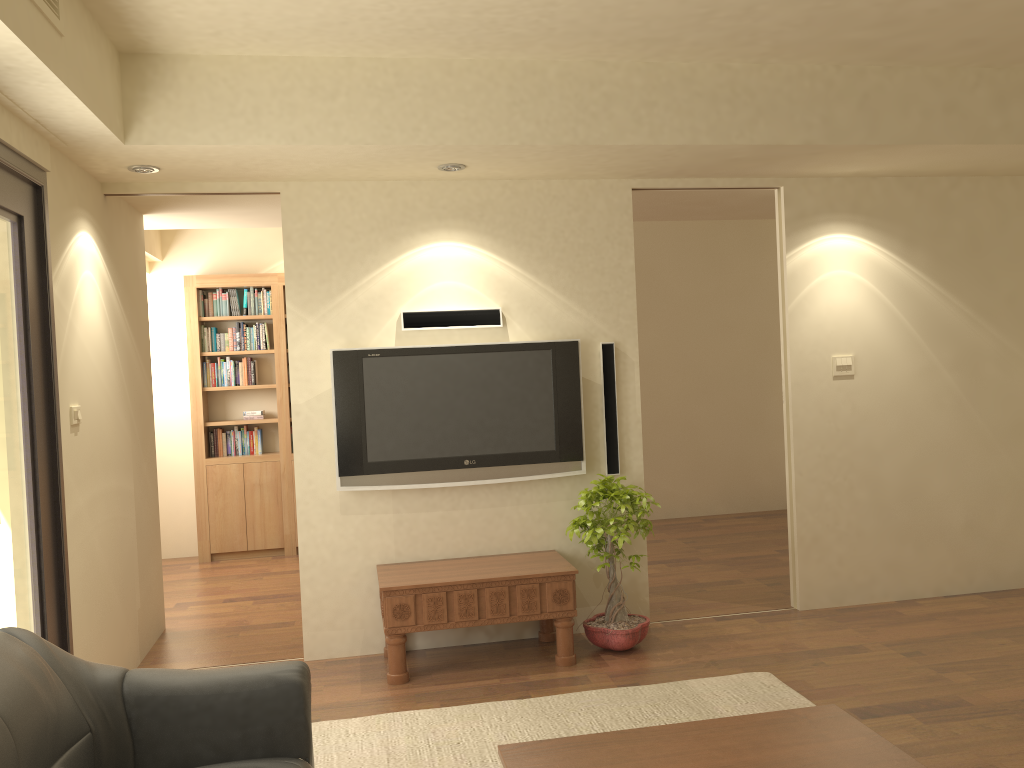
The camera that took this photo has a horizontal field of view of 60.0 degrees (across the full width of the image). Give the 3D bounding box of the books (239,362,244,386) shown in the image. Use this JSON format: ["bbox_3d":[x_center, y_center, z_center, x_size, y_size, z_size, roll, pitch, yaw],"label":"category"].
[{"bbox_3d":[-2.362,-0.088,7.768,0.032,0.202,0.150,-3,1,-10],"label":"books"}]

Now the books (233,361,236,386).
[{"bbox_3d":[-2.419,-0.091,7.748,0.013,0.215,0.168,-3,1,-10],"label":"books"}]

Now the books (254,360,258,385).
[{"bbox_3d":[-2.248,-0.100,7.800,0.011,0.215,0.127,-3,1,-10],"label":"books"}]

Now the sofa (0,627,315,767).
[{"bbox_3d":[-0.889,1.097,1.709,0.944,0.918,2.337,-3,1,-10],"label":"sofa"}]

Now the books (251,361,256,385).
[{"bbox_3d":[-2.264,-0.095,7.779,0.026,0.207,0.163,-3,1,-10],"label":"books"}]

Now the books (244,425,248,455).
[{"bbox_3d":[-2.342,0.491,7.828,0.019,0.255,0.145,-3,1,-10],"label":"books"}]

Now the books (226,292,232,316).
[{"bbox_3d":[-2.466,-0.688,7.729,0.013,0.215,0.168,-3,1,-10],"label":"books"}]

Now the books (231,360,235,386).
[{"bbox_3d":[-2.433,-0.095,7.746,0.014,0.224,0.168,-3,1,-10],"label":"books"}]

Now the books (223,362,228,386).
[{"bbox_3d":[-2.490,-0.086,7.741,0.026,0.211,0.156,-3,1,-10],"label":"books"}]

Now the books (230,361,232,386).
[{"bbox_3d":[-2.445,-0.090,7.744,0.009,0.215,0.168,-3,1,-10],"label":"books"}]

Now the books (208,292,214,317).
[{"bbox_3d":[-2.613,-0.682,7.724,0.036,0.218,0.124,-3,1,-10],"label":"books"}]

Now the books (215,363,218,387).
[{"bbox_3d":[-2.563,-0.079,7.722,0.010,0.206,0.167,-3,1,-10],"label":"books"}]

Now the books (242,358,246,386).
[{"bbox_3d":[-2.338,-0.105,7.768,0.017,0.235,0.157,-3,1,-10],"label":"books"}]

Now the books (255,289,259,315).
[{"bbox_3d":[-2.231,-0.710,7.777,0.017,0.235,0.157,-3,1,-10],"label":"books"}]

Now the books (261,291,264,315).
[{"bbox_3d":[-2.183,-0.702,7.780,0.009,0.215,0.168,-3,1,-10],"label":"books"}]

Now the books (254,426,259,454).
[{"bbox_3d":[-2.250,0.496,7.840,0.026,0.237,0.156,-3,1,-10],"label":"books"}]

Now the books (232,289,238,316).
[{"bbox_3d":[-2.411,-0.704,7.749,0.043,0.242,0.148,-3,1,-10],"label":"books"}]

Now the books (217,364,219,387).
[{"bbox_3d":[-2.555,-0.077,7.736,0.011,0.200,0.143,-3,1,-10],"label":"books"}]

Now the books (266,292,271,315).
[{"bbox_3d":[-2.133,-0.700,7.792,0.026,0.207,0.163,-3,1,-10],"label":"books"}]

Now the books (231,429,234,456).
[{"bbox_3d":[-2.444,0.512,7.799,0.014,0.224,0.168,-3,1,-10],"label":"books"}]

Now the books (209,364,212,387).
[{"bbox_3d":[-2.611,-0.075,7.718,0.011,0.202,0.158,-3,1,-10],"label":"books"}]

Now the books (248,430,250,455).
[{"bbox_3d":[-2.313,0.515,7.823,0.010,0.206,0.167,-3,1,-10],"label":"books"}]

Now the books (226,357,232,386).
[{"bbox_3d":[-2.465,-0.109,7.747,0.026,0.254,0.154,-3,1,-10],"label":"books"}]

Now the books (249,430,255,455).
[{"bbox_3d":[-2.291,0.513,7.830,0.036,0.206,0.162,-3,1,-10],"label":"books"}]

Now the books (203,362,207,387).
[{"bbox_3d":[-2.654,-0.079,7.706,0.026,0.215,0.167,-3,1,-10],"label":"books"}]

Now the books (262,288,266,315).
[{"bbox_3d":[-2.171,-0.716,7.787,0.016,0.243,0.158,-3,1,-10],"label":"books"}]

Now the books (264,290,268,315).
[{"bbox_3d":[-2.153,-0.708,7.786,0.014,0.224,0.168,-3,1,-10],"label":"books"}]

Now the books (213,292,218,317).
[{"bbox_3d":[-2.576,-0.684,7.731,0.036,0.218,0.124,-3,1,-10],"label":"books"}]

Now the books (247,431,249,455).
[{"bbox_3d":[-2.326,0.518,7.833,0.011,0.200,0.143,-3,1,-10],"label":"books"}]

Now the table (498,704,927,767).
[{"bbox_3d":[0.588,1.250,2.048,1.045,0.482,1.213,-3,1,-10],"label":"table"}]

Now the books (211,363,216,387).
[{"bbox_3d":[-2.587,-0.078,7.721,0.036,0.206,0.162,-3,1,-10],"label":"books"}]

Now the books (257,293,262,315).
[{"bbox_3d":[-2.206,-0.695,7.785,0.032,0.202,0.150,-3,1,-10],"label":"books"}]

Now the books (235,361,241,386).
[{"bbox_3d":[-2.399,-0.094,7.774,0.036,0.218,0.124,-3,1,-10],"label":"books"}]

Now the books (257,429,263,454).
[{"bbox_3d":[-2.223,0.506,7.839,0.026,0.215,0.167,-3,1,-10],"label":"books"}]

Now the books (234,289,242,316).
[{"bbox_3d":[-2.396,-0.704,7.752,0.043,0.242,0.148,-3,1,-10],"label":"books"}]

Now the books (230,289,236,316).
[{"bbox_3d":[-2.427,-0.703,7.746,0.043,0.242,0.148,-3,1,-10],"label":"books"}]

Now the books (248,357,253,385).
[{"bbox_3d":[-2.289,-0.111,7.780,0.019,0.242,0.152,-3,1,-10],"label":"books"}]

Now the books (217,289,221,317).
[{"bbox_3d":[-2.545,-0.698,7.722,0.019,0.242,0.152,-3,1,-10],"label":"books"}]

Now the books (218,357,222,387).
[{"bbox_3d":[-2.541,-0.105,7.737,0.019,0.255,0.145,-3,1,-10],"label":"books"}]

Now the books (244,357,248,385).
[{"bbox_3d":[-2.321,-0.110,7.771,0.016,0.243,0.158,-3,1,-10],"label":"books"}]

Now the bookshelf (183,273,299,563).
[{"bbox_3d":[-1.299,0.228,7.923,2.945,2.440,0.301,-3,1,-10],"label":"bookshelf"}]

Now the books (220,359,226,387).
[{"bbox_3d":[-2.518,-0.097,7.745,0.026,0.237,0.139,-3,1,-10],"label":"books"}]

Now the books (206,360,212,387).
[{"bbox_3d":[-2.630,-0.092,7.716,0.026,0.237,0.156,-3,1,-10],"label":"books"}]

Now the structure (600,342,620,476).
[{"bbox_3d":[0.562,0.141,5.093,0.079,0.764,0.036,-3,1,-10],"label":"structure"}]

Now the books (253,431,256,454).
[{"bbox_3d":[-2.268,0.514,7.836,0.011,0.202,0.158,-3,1,-10],"label":"books"}]

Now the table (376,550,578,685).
[{"bbox_3d":[-0.192,1.221,4.719,1.009,0.493,0.538,-3,1,-10],"label":"table"}]

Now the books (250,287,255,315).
[{"bbox_3d":[-2.267,-0.718,7.772,0.026,0.254,0.154,-3,1,-10],"label":"books"}]

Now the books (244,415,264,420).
[{"bbox_3d":[-2.268,0.291,7.801,0.165,0.036,0.111,-3,1,-10],"label":"books"}]

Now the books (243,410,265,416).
[{"bbox_3d":[-2.264,0.254,7.793,0.165,0.036,0.111,-3,1,-5],"label":"books"}]

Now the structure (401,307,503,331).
[{"bbox_3d":[-0.333,-0.361,4.919,0.559,0.111,0.048,-3,1,-10],"label":"structure"}]

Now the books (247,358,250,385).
[{"bbox_3d":[-2.306,-0.110,7.779,0.015,0.242,0.148,-3,1,-10],"label":"books"}]

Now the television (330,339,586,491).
[{"bbox_3d":[-0.285,0.168,4.898,1.377,0.778,0.110,-3,1,-10],"label":"television"}]
